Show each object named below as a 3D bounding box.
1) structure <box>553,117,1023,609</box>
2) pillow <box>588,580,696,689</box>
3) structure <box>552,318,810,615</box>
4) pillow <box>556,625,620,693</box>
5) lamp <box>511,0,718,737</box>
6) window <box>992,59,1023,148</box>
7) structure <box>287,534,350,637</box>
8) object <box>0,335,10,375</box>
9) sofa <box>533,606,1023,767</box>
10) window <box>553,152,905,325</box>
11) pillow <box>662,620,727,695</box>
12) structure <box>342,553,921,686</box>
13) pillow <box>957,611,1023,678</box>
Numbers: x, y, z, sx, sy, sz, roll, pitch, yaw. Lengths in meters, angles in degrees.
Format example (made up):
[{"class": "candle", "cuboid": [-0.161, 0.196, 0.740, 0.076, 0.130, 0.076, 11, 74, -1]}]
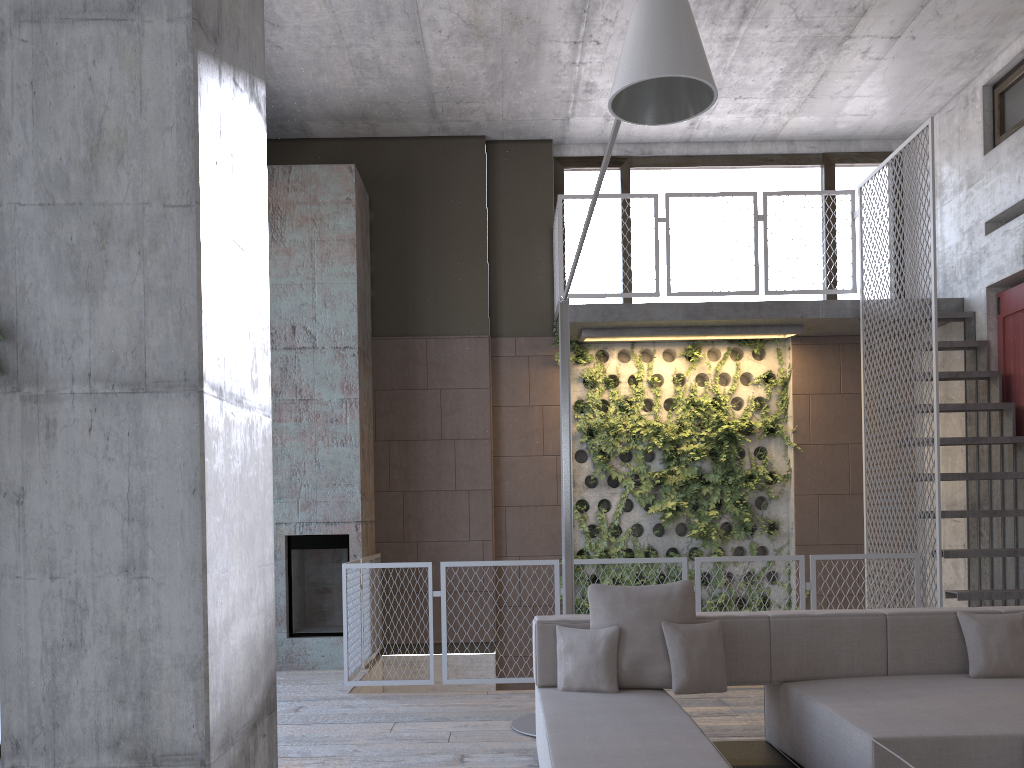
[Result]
[{"class": "structure", "cuboid": [2.297, 0.355, 7.595, 3.683, 4.294, 3.056, -1, -3, 0]}, {"class": "pillow", "cuboid": [0.674, 1.297, 4.534, 0.563, 0.555, 0.222, -1, -1, 2]}, {"class": "structure", "cuboid": [1.711, 1.103, 8.709, 2.627, 3.804, 1.007, -1, -1, 0]}, {"class": "pillow", "cuboid": [0.382, 1.425, 4.501, 0.370, 0.375, 0.151, -4, -2, 33]}, {"class": "lamp", "cuboid": [0.551, 0.333, 4.702, 0.756, 3.405, 2.647, -1, -3, -13]}, {"class": "window", "cuboid": [4.183, -2.908, 3.374, 0.113, 0.601, 8.528, -1, -9, -1]}, {"class": "structure", "cuboid": [-1.740, 1.830, 7.974, 0.576, 0.923, 0.056, -1, 0, 0]}, {"class": "object", "cuboid": [-1.396, 0.372, 1.884, 1.000, 1.855, 0.972, 0, -2, -34]}, {"class": "sofa", "cuboid": [1.624, 1.435, 3.480, 2.997, 0.780, 3.044, -1, -8, 0]}, {"class": "window", "cuboid": [2.214, -1.457, 8.985, 3.565, 1.744, 0.110, -1, 0, 0]}, {"class": "pillow", "cuboid": [0.935, 1.379, 4.432, 0.377, 0.370, 0.170, 1, -2, -27]}, {"class": "structure", "cuboid": [0.914, 1.947, 7.668, 4.427, 0.929, 1.946, -1, -7, 0]}, {"class": "pillow", "cuboid": [2.529, 1.363, 4.562, 0.370, 0.357, 0.187, -1, -2, -1]}]
